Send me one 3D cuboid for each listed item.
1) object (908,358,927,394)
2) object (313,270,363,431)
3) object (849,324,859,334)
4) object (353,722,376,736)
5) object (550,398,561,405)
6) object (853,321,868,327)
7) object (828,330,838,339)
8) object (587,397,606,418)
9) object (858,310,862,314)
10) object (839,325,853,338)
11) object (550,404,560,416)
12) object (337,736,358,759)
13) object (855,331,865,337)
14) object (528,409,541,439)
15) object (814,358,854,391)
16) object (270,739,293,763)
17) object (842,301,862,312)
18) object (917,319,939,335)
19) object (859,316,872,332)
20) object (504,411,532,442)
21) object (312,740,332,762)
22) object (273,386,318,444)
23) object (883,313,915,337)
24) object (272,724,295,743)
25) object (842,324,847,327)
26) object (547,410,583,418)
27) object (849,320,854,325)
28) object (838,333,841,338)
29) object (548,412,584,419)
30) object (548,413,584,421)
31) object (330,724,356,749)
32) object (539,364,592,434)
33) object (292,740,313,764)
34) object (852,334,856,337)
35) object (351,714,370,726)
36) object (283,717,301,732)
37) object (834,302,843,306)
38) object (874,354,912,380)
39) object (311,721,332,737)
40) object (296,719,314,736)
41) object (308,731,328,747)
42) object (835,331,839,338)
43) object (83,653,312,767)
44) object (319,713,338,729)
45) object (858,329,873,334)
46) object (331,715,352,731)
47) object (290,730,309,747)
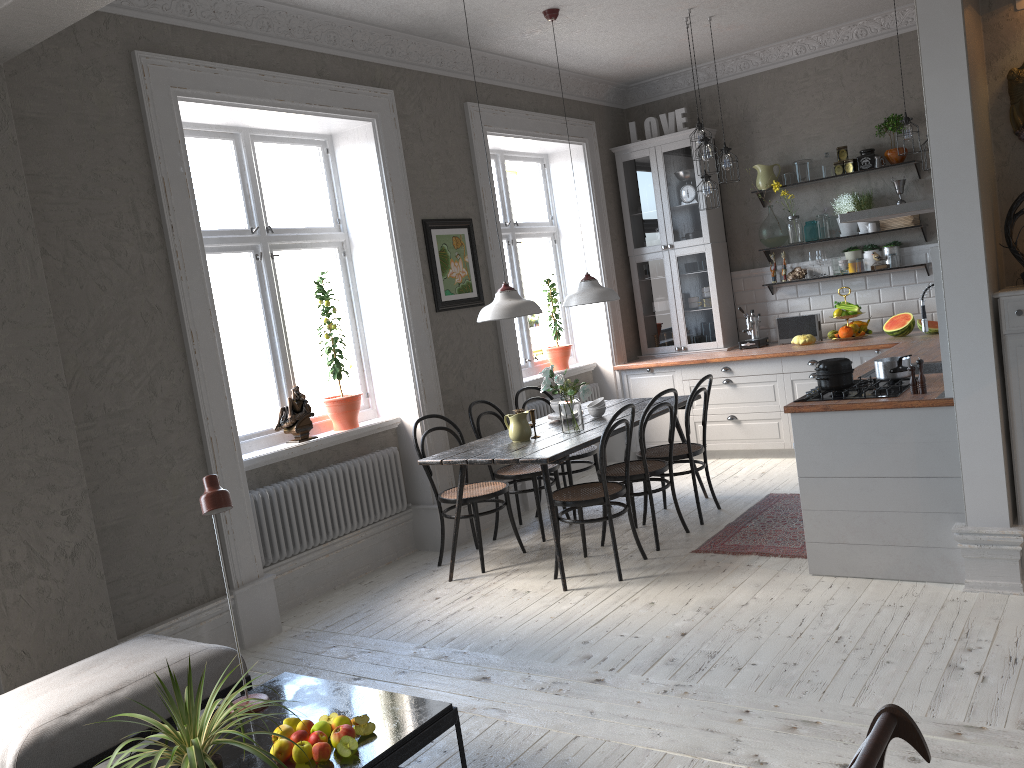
[{"bbox_3d":[1.873,-0.038,4.095,0.071,0.167,0.036,-4,7,36],"label":"object"},{"bbox_3d":[-1.106,-0.209,5.489,0.273,0.992,0.267,-10,6,-15],"label":"object"},{"bbox_3d":[2.717,-0.440,7.047,0.089,0.078,0.087,-11,6,-27],"label":"object"},{"bbox_3d":[-0.456,1.065,2.737,0.067,0.037,0.046,-11,6,-28],"label":"object"},{"bbox_3d":[0.342,0.147,5.792,0.176,0.094,0.182,-5,6,27],"label":"object"},{"bbox_3d":[2.791,-0.482,7.078,0.124,0.056,0.060,-5,6,28],"label":"object"},{"bbox_3d":[2.632,-0.407,7.200,0.154,0.072,0.075,-11,6,-25],"label":"object"},{"bbox_3d":[0.545,0.154,5.706,0.130,0.119,0.122,-13,7,-38],"label":"object"},{"bbox_3d":[2.764,-0.569,7.062,0.051,0.050,0.050,-3,8,45],"label":"object"},{"bbox_3d":[2.642,-0.414,7.010,0.112,0.111,0.111,-8,6,3],"label":"object"},{"bbox_3d":[0.345,0.167,5.794,0.176,0.094,0.182,-5,6,27],"label":"object"},{"bbox_3d":[-0.489,1.073,2.616,0.057,0.053,0.061,-3,7,42],"label":"object"},{"bbox_3d":[2.758,-0.396,7.017,0.068,0.051,0.089,-9,6,-6],"label":"object"},{"bbox_3d":[0.129,0.235,5.234,0.060,0.167,0.058,-13,7,-40],"label":"object"},{"bbox_3d":[1.598,-0.049,4.388,0.188,0.147,0.195,-7,6,16],"label":"object"},{"bbox_3d":[-0.687,1.093,2.641,0.071,0.066,0.069,-13,7,-39],"label":"object"},{"bbox_3d":[2.737,-0.625,7.110,0.090,0.096,0.177,-12,7,-33],"label":"object"},{"bbox_3d":[3.121,-0.429,6.551,0.221,0.127,0.150,-6,6,18],"label":"object"},{"bbox_3d":[2.809,-0.476,7.057,0.128,0.120,0.060,-12,7,-31],"label":"object"},{"bbox_3d":[0.036,0.250,5.197,0.150,0.170,0.135,-9,6,-3],"label":"object"},{"bbox_3d":[-0.560,1.082,2.609,0.057,0.058,0.056,-11,6,-29],"label":"object"},{"bbox_3d":[-1.286,0.180,5.201,0.117,0.330,0.241,-4,7,38],"label":"object"},{"bbox_3d":[2.942,-0.445,6.737,0.221,0.174,0.231,-12,7,-32],"label":"object"},{"bbox_3d":[-0.707,1.087,2.730,0.065,0.066,0.072,-4,7,41],"label":"object"},{"bbox_3d":[2.737,-0.455,7.183,0.157,0.076,0.077,-11,6,-28],"label":"object"},{"bbox_3d":[0.351,0.202,5.797,0.242,0.027,0.233,-11,6,-31],"label":"object"},{"bbox_3d":[2.756,-0.467,7.158,0.084,0.093,0.088,-5,7,32],"label":"object"},{"bbox_3d":[2.665,-0.395,7.153,0.069,0.076,0.232,-6,6,19],"label":"object"},{"bbox_3d":[0.352,0.210,5.798,0.237,0.027,0.238,-8,5,4],"label":"object"},{"bbox_3d":[0.354,0.219,5.799,0.242,0.027,0.232,-12,7,-36],"label":"object"},{"bbox_3d":[-0.510,1.065,2.677,0.076,0.064,0.073,-11,6,-23],"label":"object"},{"bbox_3d":[0.329,0.081,5.216,0.305,0.414,0.256,-5,7,34],"label":"object"},{"bbox_3d":[-0.620,1.086,2.622,0.063,0.063,0.060,-11,6,-22],"label":"object"},{"bbox_3d":[2.706,-0.387,7.062,0.070,0.065,0.070,-12,7,-33],"label":"object"},{"bbox_3d":[-0.480,1.063,2.804,0.062,0.036,0.047,-13,8,-43],"label":"object"},{"bbox_3d":[-0.703,1.085,2.807,0.068,0.055,0.060,-8,6,3],"label":"object"},{"bbox_3d":[2.620,-0.639,7.108,0.072,0.058,0.051,-7,6,12],"label":"object"},{"bbox_3d":[1.948,-0.095,4.423,0.177,0.134,0.299,-10,6,-19],"label":"object"},{"bbox_3d":[-0.590,1.074,2.739,0.062,0.058,0.061,-9,6,-9],"label":"object"},{"bbox_3d":[-0.645,1.079,2.767,0.056,0.058,0.059,-6,6,19],"label":"object"},{"bbox_3d":[-0.587,1.079,2.677,0.055,0.058,0.059,-6,6,27],"label":"object"},{"bbox_3d":[2.642,-0.400,7.148,0.089,0.057,0.084,-11,6,-22],"label":"object"},{"bbox_3d":[-0.859,0.963,2.466,0.676,0.420,0.716,-12,7,-36],"label":"object"},{"bbox_3d":[-0.580,1.075,2.809,0.063,0.039,0.067,-3,7,41],"label":"object"},{"bbox_3d":[2.815,-0.424,7.126,0.054,0.044,0.214,-10,6,-15],"label":"object"},{"bbox_3d":[-0.529,1.062,2.751,0.059,0.062,0.064,-7,6,17],"label":"object"},{"bbox_3d":[-0.648,1.086,2.702,0.057,0.056,0.061,-6,6,23],"label":"object"}]
